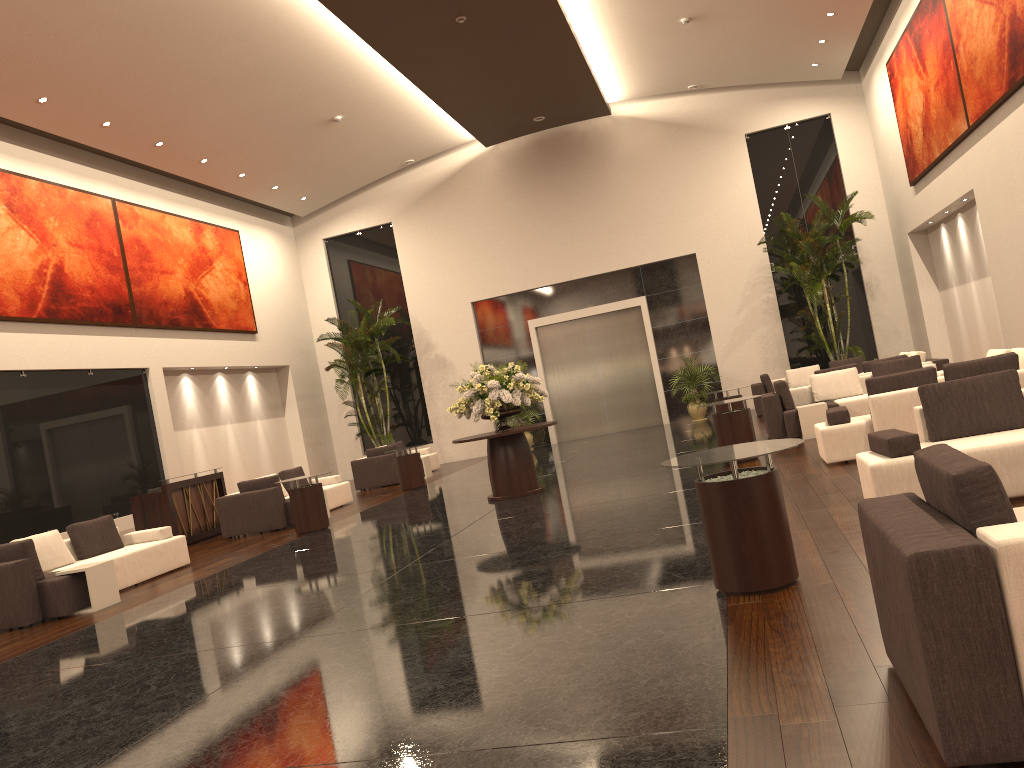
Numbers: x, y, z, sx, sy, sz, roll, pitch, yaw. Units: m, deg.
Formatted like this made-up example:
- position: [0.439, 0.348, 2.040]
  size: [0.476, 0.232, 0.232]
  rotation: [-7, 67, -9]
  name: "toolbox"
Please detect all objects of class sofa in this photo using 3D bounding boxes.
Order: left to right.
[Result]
- position: [-4.943, 2.046, 10.258]
  size: [1.291, 0.862, 2.846]
  rotation: [-11, -1, 14]
  name: "sofa"
- position: [-3.726, 1.899, 15.284]
  size: [1.291, 0.862, 2.846]
  rotation: [-11, -1, 14]
  name: "sofa"
- position: [-2.505, 1.751, 20.327]
  size: [1.291, 0.862, 2.846]
  rotation: [-11, -1, 14]
  name: "sofa"
- position: [6.533, 0.003, 18.704]
  size: [2.846, 0.862, 1.291]
  rotation: [-11, -1, 14]
  name: "sofa"
- position: [6.193, 0.024, 16.092]
  size: [2.586, 0.862, 3.366]
  rotation: [-11, -1, 14]
  name: "sofa"
- position: [5.198, 0.165, 13.193]
  size: [2.846, 0.862, 1.291]
  rotation: [-11, -1, 14]
  name: "sofa"
- position: [4.859, 0.185, 10.581]
  size: [2.586, 0.862, 3.366]
  rotation: [-11, -1, 14]
  name: "sofa"
- position: [3.618, 0.334, 5.379]
  size: [2.586, 0.862, 3.366]
  rotation: [-11, -1, 14]
  name: "sofa"
- position: [2.710, 0.465, 2.916]
  size: [2.846, 0.862, 1.291]
  rotation: [-11, -1, 14]
  name: "sofa"

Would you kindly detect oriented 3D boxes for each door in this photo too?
- position: [2.230, -0.225, 22.690]
  size: [2.767, 3.048, 0.040]
  rotation: [-11, -1, 14]
  name: "door"

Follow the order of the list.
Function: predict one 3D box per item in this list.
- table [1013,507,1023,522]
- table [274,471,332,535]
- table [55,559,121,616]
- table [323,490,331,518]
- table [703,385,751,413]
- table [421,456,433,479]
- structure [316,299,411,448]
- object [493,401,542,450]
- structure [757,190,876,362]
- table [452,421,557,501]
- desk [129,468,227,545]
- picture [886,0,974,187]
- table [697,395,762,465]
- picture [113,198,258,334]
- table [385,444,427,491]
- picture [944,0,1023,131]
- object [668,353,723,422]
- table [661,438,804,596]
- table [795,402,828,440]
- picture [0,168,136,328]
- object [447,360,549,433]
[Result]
- position: [2.155, 0.791, 3.737]
  size: [0.400, 0.460, 0.400]
  rotation: [-11, -1, 14]
  name: "table"
- position: [-2.960, 1.745, 12.887]
  size: [0.833, 0.795, 0.844]
  rotation: [-10, -1, -25]
  name: "table"
- position: [-4.462, 2.144, 9.338]
  size: [0.400, 0.460, 0.400]
  rotation: [-11, -1, 14]
  name: "table"
- position: [-3.245, 1.997, 14.364]
  size: [0.400, 0.460, 0.400]
  rotation: [-11, -1, 14]
  name: "table"
- position: [3.863, 0.493, 15.647]
  size: [0.833, 0.795, 0.844]
  rotation: [-10, -1, -25]
  name: "table"
- position: [-2.024, 1.850, 19.407]
  size: [0.400, 0.460, 0.400]
  rotation: [-11, -1, 14]
  name: "table"
- position: [-3.550, 0.085, 22.827]
  size: [2.436, 4.611, 2.531]
  rotation: [-11, -1, -15]
  name: "structure"
- position: [0.211, 0.852, 22.368]
  size: [1.373, 1.682, 1.297]
  rotation: [-10, -1, -43]
  name: "object"
- position: [7.126, -1.994, 20.035]
  size: [2.436, 4.611, 2.531]
  rotation: [-11, -1, -15]
  name: "structure"
- position: [-0.017, 1.116, 12.569]
  size: [1.498, 0.921, 1.498]
  rotation: [-11, -1, 5]
  name: "table"
- position: [-5.504, 2.101, 14.902]
  size: [0.760, 1.114, 1.634]
  rotation: [-11, -1, 14]
  name: "desk"
- position: [7.269, -5.147, 15.652]
  size: [0.070, 2.526, 4.515]
  rotation: [-11, -1, 14]
  name: "picture"
- position: [2.873, 0.610, 11.441]
  size: [0.833, 0.795, 0.844]
  rotation: [-10, -1, -25]
  name: "table"
- position: [-6.909, -2.389, 19.165]
  size: [0.070, 2.526, 4.515]
  rotation: [-11, -1, 14]
  name: "picture"
- position: [-1.971, 1.627, 17.093]
  size: [0.833, 0.795, 0.844]
  rotation: [-10, -1, -25]
  name: "table"
- position: [6.206, -5.018, 11.259]
  size: [0.070, 2.526, 4.515]
  rotation: [-11, -1, 14]
  name: "picture"
- position: [4.331, 0.050, 21.293]
  size: [1.373, 1.682, 1.297]
  rotation: [-10, -1, -38]
  name: "object"
- position: [1.370, 0.792, 5.231]
  size: [0.844, 0.795, 0.833]
  rotation: [-10, -1, -37]
  name: "table"
- position: [4.334, 0.527, 12.736]
  size: [0.400, 0.460, 0.400]
  rotation: [-11, -1, 14]
  name: "table"
- position: [-7.973, -2.260, 14.772]
  size: [0.070, 2.526, 4.515]
  rotation: [-11, -1, 14]
  name: "picture"
- position: [-0.181, 0.121, 12.577]
  size: [1.453, 1.097, 1.402]
  rotation: [-10, -1, -30]
  name: "object"
